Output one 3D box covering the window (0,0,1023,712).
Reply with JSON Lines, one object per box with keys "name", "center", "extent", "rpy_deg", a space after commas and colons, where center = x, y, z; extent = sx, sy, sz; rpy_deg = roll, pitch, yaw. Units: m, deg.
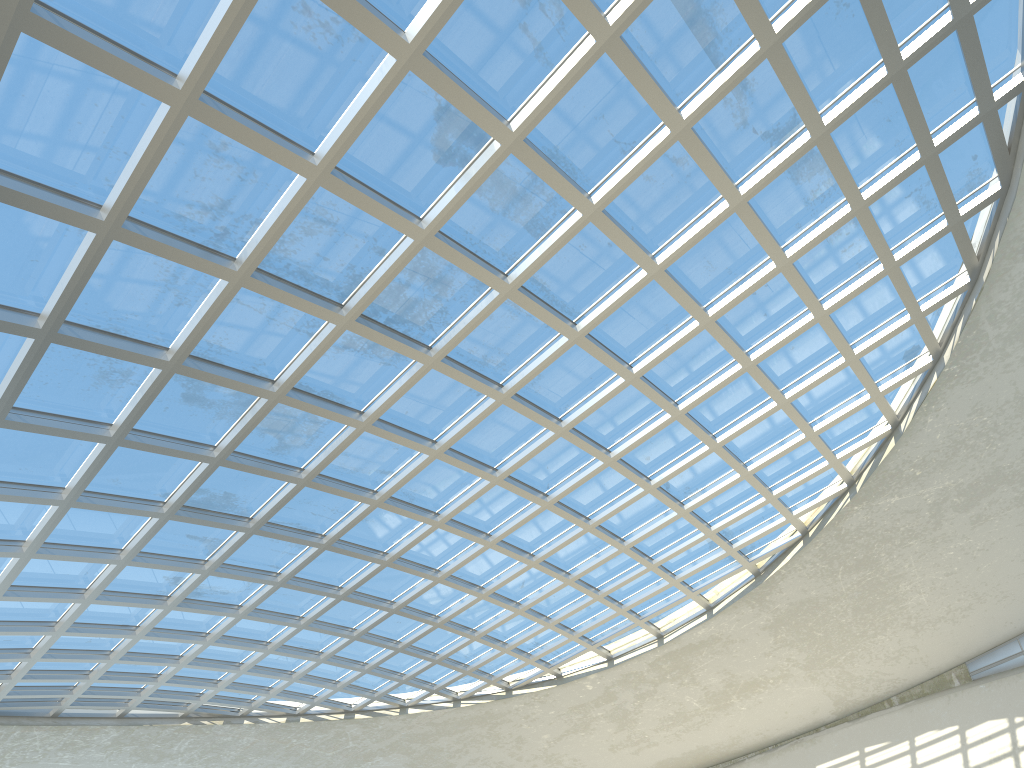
{"name": "window", "center": [-9.740, 10.329, 49.151], "extent": [86.470, 9.681, 83.350], "rpy_deg": [-36, -41, 28]}
